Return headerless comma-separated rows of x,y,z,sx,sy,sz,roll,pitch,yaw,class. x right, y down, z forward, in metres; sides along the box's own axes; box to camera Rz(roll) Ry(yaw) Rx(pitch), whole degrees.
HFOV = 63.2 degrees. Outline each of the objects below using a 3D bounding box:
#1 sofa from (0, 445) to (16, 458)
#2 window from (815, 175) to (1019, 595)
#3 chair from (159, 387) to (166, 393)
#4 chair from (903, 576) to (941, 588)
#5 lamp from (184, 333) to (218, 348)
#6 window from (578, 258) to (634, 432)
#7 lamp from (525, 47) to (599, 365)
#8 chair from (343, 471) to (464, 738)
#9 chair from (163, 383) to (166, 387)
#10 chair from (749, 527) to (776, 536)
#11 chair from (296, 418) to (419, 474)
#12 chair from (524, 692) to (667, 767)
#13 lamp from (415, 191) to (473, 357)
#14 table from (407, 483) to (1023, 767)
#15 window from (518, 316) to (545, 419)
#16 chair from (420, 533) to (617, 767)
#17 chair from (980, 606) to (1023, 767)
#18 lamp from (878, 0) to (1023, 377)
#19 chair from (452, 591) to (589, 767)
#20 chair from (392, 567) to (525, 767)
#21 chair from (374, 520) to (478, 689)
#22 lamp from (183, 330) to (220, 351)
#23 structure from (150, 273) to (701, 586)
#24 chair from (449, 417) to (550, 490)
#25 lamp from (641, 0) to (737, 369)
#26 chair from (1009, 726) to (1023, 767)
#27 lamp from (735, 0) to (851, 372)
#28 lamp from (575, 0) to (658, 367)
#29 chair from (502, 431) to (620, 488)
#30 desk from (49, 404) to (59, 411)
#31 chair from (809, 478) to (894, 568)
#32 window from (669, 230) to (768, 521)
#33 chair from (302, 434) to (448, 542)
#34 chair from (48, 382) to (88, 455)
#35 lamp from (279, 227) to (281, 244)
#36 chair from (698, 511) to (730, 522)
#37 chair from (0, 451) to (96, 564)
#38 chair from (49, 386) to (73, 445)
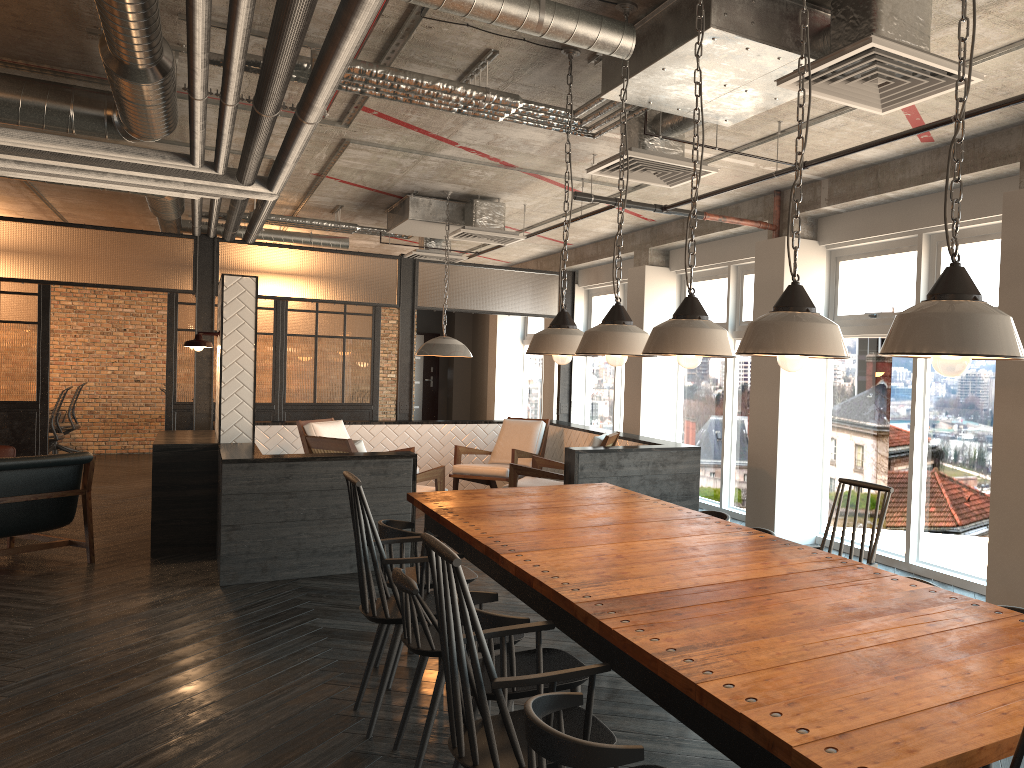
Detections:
-5.138,0.849,6.831,1.853,0.637,0.583,1,1,-29,sofa
3.149,0.018,6.446,0.281,2.874,2.170,1,1,-21,window
-4.081,0.580,10.616,0.801,1.063,0.600,1,1,-27,chair
1.367,1.113,3.103,0.531,0.725,0.325,1,1,-27,chair
-2.653,-0.362,7.078,0.170,0.171,0.257,3,2,32,lamp
1.407,-0.151,11.022,0.281,2.874,2.170,1,1,-21,window
0.281,-0.964,4.223,0.389,1.737,0.343,1,1,-8,lamp
-0.436,0.889,3.521,0.561,1.032,0.397,1,1,-27,chair
-4.581,0.531,11.930,0.801,1.063,0.600,1,1,-27,chair
1.022,1.075,3.963,0.510,0.737,0.325,1,1,-27,chair
-1.488,0.808,8.038,0.898,0.907,0.756,2,1,12,chair
0.249,1.098,1.944,0.510,0.737,0.325,1,1,-27,chair
-0.617,-1.034,7.833,0.567,1.544,0.452,1,1,-19,lamp
0.575,1.049,3.299,1.363,0.791,3.266,1,2,-22,table
0.536,-0.235,13.313,0.281,2.874,2.170,1,1,-21,window
0.026,0.934,2.307,0.561,1.032,0.397,1,1,-27,chair
1.521,1.123,2.671,0.510,0.737,0.325,1,1,-27,chair
1.112,-0.884,2.039,0.344,1.737,0.388,2,1,16,lamp
0.025,1.069,2.817,0.510,0.737,0.325,1,1,-27,chair
-0.209,1.058,3.178,0.531,0.725,0.325,1,1,-27,chair
-0.415,1.025,4.043,0.510,0.737,0.325,1,1,-27,chair
-2.430,-0.340,6.492,0.170,0.171,0.257,3,2,32,lamp
-0.861,0.231,7.763,4.541,2.115,3.211,1,2,-27,structure
-0.078,0.834,8.933,0.647,0.907,1.040,2,1,26,chair
0.696,-0.924,3.132,0.402,1.737,0.330,1,1,-15,lamp
1.090,0.982,1.805,0.517,1.032,0.433,1,1,-21,chair
0.904,-0.904,2.586,0.423,1.737,0.309,1,2,-37,lamp
0.488,-0.944,3.677,0.389,1.737,0.343,1,1,-8,lamp
0.461,0.885,7.585,0.924,0.907,0.736,2,1,7,chair
-6.549,0.663,10.848,0.917,0.720,1.431,1,2,-23,desk
1.332,0.947,3.593,0.561,1.032,0.397,1,1,-27,chair
2.279,-0.066,8.732,0.281,2.874,2.170,1,1,-21,window
-1.101,0.853,6.726,0.624,0.907,1.071,3,2,36,chair
-6.125,0.499,11.104,0.801,1.063,0.600,1,1,-27,chair
-3.386,-1.564,11.635,0.342,0.857,2.974,1,2,-21,lamp
0.922,1.061,4.411,0.510,0.737,0.325,1,1,-27,chair
-3.576,0.849,5.706,0.904,0.795,0.841,2,2,28,chair
-5.610,0.549,9.750,0.801,1.063,0.600,1,1,-27,chair
